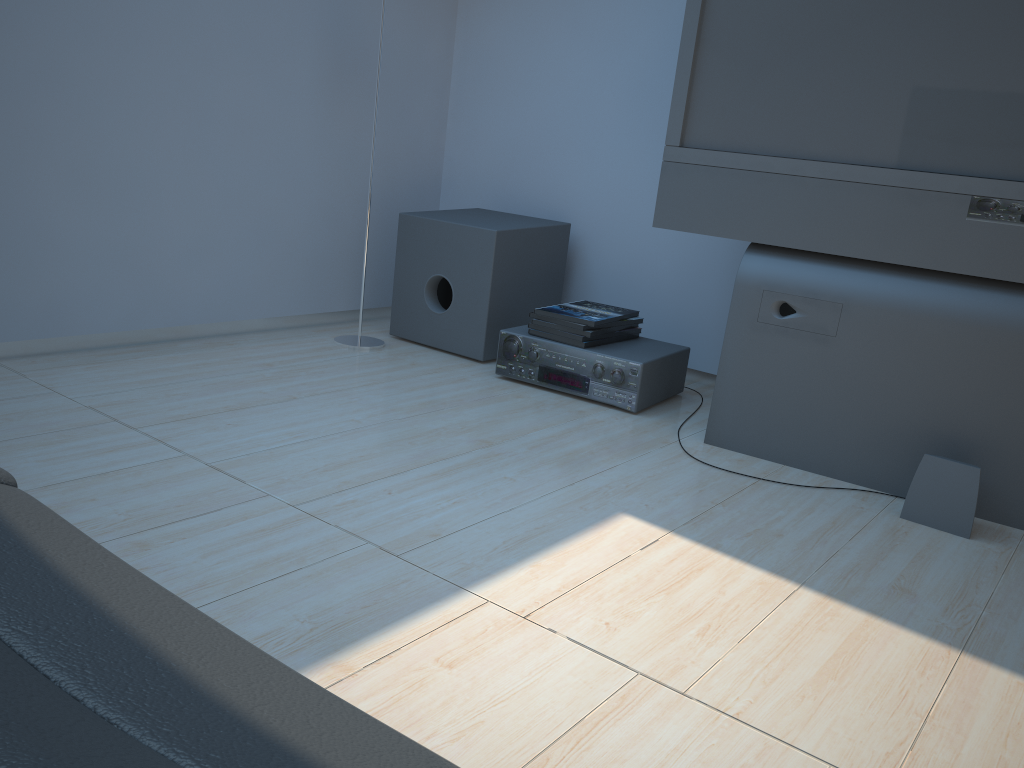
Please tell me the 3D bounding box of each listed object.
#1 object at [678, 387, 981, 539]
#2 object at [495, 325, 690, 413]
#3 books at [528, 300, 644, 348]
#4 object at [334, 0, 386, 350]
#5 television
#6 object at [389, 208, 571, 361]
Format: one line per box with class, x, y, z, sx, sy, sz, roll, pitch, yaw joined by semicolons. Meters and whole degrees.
object;0.568;0.082;2.191;0.394;0.141;1.163;0;16;-25
object;0.235;-0.065;2.583;0.450;0.138;0.358;15;17;29
books;0.397;0.475;0.432;1.045;0.222;4.790;7;14;3
object;-0.415;-0.694;2.650;0.160;1.181;0.158;17;18;34
television;1.167;-0.443;1.870;1.686;1.446;0.400;15;17;29
object;-0.106;-0.346;2.927;0.400;0.424;0.401;17;18;34
